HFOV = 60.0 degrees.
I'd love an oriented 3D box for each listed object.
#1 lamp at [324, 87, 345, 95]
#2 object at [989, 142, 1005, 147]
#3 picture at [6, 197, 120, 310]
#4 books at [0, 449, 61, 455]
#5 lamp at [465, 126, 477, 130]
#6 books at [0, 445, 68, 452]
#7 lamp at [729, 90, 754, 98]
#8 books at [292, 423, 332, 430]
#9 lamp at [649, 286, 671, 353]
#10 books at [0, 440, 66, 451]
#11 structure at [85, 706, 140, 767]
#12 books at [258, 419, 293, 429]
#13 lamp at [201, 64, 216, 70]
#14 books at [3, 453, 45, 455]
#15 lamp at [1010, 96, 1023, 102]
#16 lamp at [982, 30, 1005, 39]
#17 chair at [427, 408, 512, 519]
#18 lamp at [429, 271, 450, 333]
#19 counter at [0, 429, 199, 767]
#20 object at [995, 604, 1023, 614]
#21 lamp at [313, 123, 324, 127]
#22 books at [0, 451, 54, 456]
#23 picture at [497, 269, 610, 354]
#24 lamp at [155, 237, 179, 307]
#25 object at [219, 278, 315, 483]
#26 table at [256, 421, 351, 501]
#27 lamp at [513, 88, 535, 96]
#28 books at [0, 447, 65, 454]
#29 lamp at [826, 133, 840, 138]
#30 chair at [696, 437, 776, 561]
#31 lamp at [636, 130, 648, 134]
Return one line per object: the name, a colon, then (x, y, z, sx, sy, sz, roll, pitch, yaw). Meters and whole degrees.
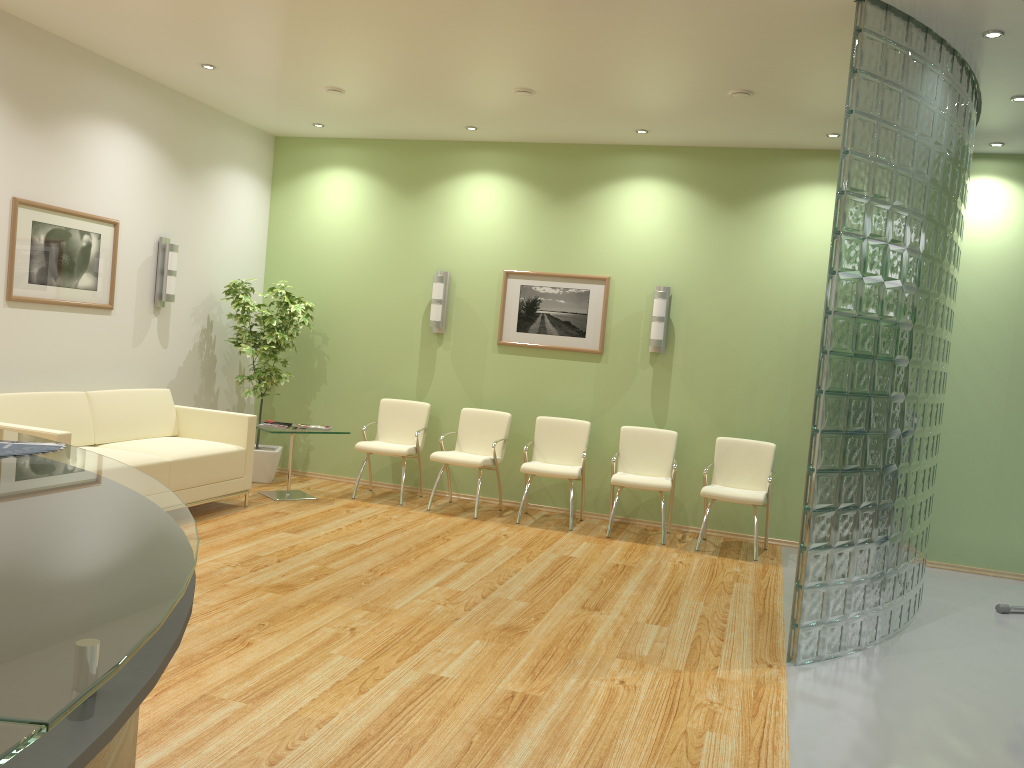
lamp: (-1.393, -2.289, 6.949, 0.167, 0.024, 0.167, 4, 3, -23)
object: (3.696, -1.823, 6.761, 0.105, 0.011, 0.105, 3, 4, -45)
picture: (-3.231, -0.918, 6.446, 0.025, 0.700, 1.000, 6, 3, 16)
books: (-1.228, 0.153, 2.141, 0.210, 0.004, 0.150, 6, 3, 11)
lamp: (-0.356, -2.238, 7.767, 0.105, 0.011, 0.105, 5, 3, -3)
books: (-1.227, 0.151, 2.177, 0.210, 0.004, 0.150, 5, 3, -9)
lamp: (1.568, -1.980, 6.075, 0.167, 0.024, 0.167, 5, 3, 0)
books: (-1.742, 0.366, 7.734, 0.328, 0.031, 0.230, 5, 3, -8)
lamp: (1.284, -0.565, 7.742, 0.134, 0.580, 0.142, 6, 3, 16)
books: (-1.231, 0.150, 2.195, 0.210, 0.004, 0.150, 4, 3, -19)
structure: (-1.368, 0.807, 0.813, 1.837, 1.049, 3.673, 5, 3, 1)
books: (-2.035, 0.344, 7.640, 0.230, 0.031, 0.328, 5, 3, -3)
lamp: (-2.259, -2.358, 6.601, 0.105, 0.011, 0.105, 3, 3, -40)
books: (-1.241, 0.153, 2.107, 0.210, 0.004, 0.150, 7, 3, 31)
lamp: (3.236, -1.815, 5.653, 0.105, 0.011, 0.105, 3, 4, -45)
lamp: (2.530, -1.835, 4.662, 0.105, 0.011, 0.105, 7, 3, 34)
chair: (-0.372, 0.676, 7.847, 0.536, 0.881, 0.650, 6, 3, 21)
lamp: (-0.690, -0.771, 8.324, 0.134, 0.580, 0.142, 6, 3, 16)
counter: (-1.318, 0.247, 0.788, 1.837, 0.078, 3.674, 5, 3, 1)
object: (3.752, 0.945, 5.755, 0.848, 1.285, 0.606, 5, 3, -14)
lamp: (-1.787, -2.387, 8.190, 0.105, 0.011, 0.105, 8, 3, 42)
books: (-1.233, 0.153, 2.123, 0.210, 0.004, 0.150, 6, 3, 21)
picture: (0.368, -0.663, 8.073, 1.000, 0.700, 0.025, 6, 3, 16)
lamp: (-2.882, -0.930, 7.417, 0.142, 0.580, 0.134, 6, 3, 16)
object: (-2.322, -0.033, 8.279, 0.668, 1.900, 0.943, 6, 3, 24)
table: (-1.930, 0.673, 7.742, 0.736, 0.614, 0.736, 3, 3, -39)
lamp: (0.088, -2.134, 6.512, 0.167, 0.024, 0.167, 4, 3, -23)
books: (-1.226, 0.152, 2.159, 0.210, 0.004, 0.150, 5, 3, 1)
lamp: (2.507, -1.939, 6.923, 0.105, 0.011, 0.105, 5, 3, -3)
chair: (1.823, 0.905, 7.197, 0.536, 0.881, 0.650, 6, 3, 21)
lamp: (1.076, -2.088, 7.345, 0.105, 0.011, 0.105, 5, 3, -3)
